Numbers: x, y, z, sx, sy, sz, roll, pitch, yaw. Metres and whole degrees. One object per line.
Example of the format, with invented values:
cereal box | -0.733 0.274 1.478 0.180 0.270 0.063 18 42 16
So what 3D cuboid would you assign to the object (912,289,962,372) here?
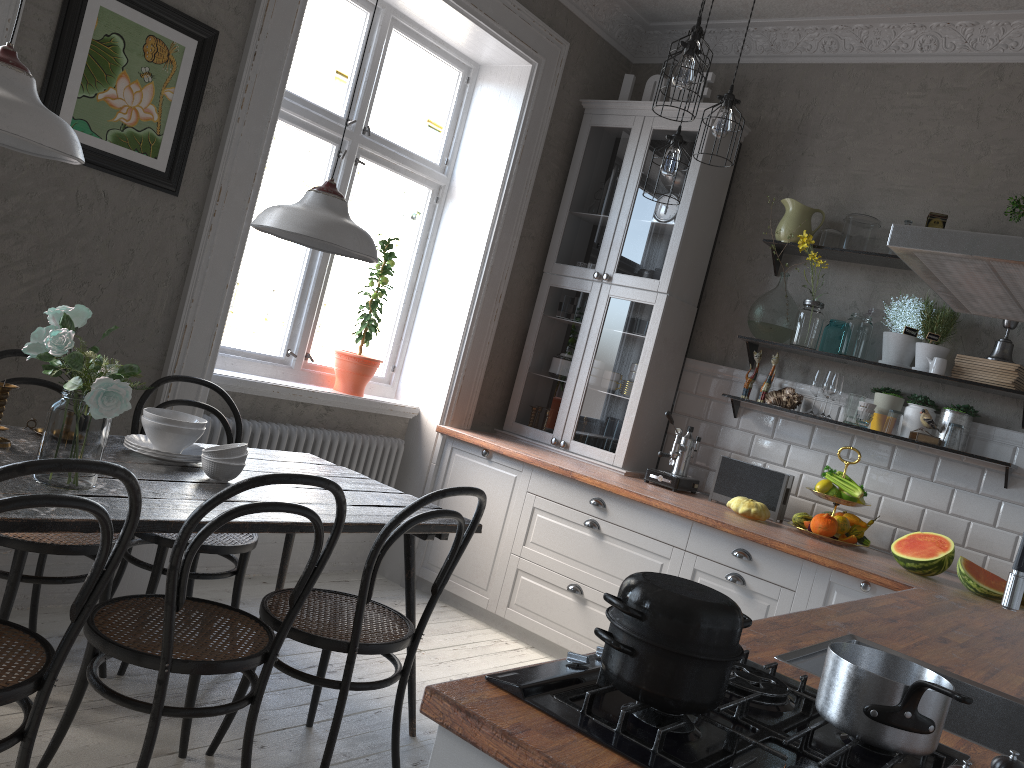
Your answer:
object | 1.873 -0.229 3.924 0.184 0.380 0.169 15 1 -2

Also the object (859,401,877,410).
object | 1.594 0.111 3.981 0.076 0.051 0.078 15 1 23

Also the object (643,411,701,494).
object | 0.798 0.329 4.334 0.202 0.370 0.360 15 1 38

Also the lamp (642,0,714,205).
lamp | 0.779 -1.534 3.318 0.146 1.734 0.147 15 1 4

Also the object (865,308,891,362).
object | 1.704 -0.219 4.192 0.129 0.264 0.134 15 1 43

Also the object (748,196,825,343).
object | 1.311 -0.541 4.333 0.333 0.674 0.339 15 1 6

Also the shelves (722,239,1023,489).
shelves | 1.685 -0.115 4.072 1.290 0.923 0.233 16 1 37

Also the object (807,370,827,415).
object | 1.455 0.045 4.229 0.080 0.217 0.083 15 1 23

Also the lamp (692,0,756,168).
lamp | 0.948 -1.651 3.209 0.144 1.734 0.149 15 1 24

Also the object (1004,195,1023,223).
object | 2.218 -0.642 3.737 0.245 0.397 0.256 14 1 -28

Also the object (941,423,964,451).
object | 1.885 0.224 3.783 0.076 0.108 0.079 15 1 31

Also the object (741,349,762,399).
object | 1.201 -0.048 4.433 0.053 0.264 0.062 15 1 9

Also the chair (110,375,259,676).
chair | -1.121 0.467 3.074 0.447 0.920 0.538 14 1 -40

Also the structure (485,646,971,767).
structure | 0.336 0.466 1.259 0.486 0.031 0.618 16 2 38

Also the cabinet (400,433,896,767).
cabinet | 0.644 0.963 2.795 1.997 0.854 4.176 14 1 -6

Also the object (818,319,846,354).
object | 1.545 -0.215 4.230 0.123 0.172 0.129 16 1 41

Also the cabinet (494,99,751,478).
cabinet | 0.580 -0.517 4.781 0.862 1.920 0.395 15 1 37

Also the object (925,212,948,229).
object | 1.895 -0.701 3.970 0.082 0.113 0.084 15 1 17

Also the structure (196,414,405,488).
structure | -0.983 0.411 4.162 0.146 0.428 1.247 15 2 36

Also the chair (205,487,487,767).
chair | -0.445 0.659 2.490 0.538 0.920 0.446 15 1 35

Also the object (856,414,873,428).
object | 1.579 0.169 3.982 0.076 0.051 0.078 15 2 30

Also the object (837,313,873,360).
object | 1.588 -0.217 4.085 0.127 0.206 0.122 14 1 -30

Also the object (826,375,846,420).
object | 1.517 0.062 4.174 0.080 0.217 0.083 15 1 23

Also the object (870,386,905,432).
object | 1.704 0.113 4.061 0.155 0.217 0.158 15 1 17

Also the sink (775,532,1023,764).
sink | 0.861 0.496 1.694 0.518 0.720 0.496 15 1 37

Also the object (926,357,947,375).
object | 1.846 -0.075 3.836 0.063 0.071 0.104 14 1 -22

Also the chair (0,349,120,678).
chair | -1.432 0.397 2.693 0.538 0.920 0.446 15 1 35

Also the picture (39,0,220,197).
picture | -1.299 -1.016 3.011 0.019 0.619 0.531 15 1 38

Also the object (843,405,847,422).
object | 1.581 0.148 4.136 0.079 0.083 0.076 14 1 -35

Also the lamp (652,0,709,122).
lamp | 0.760 -1.745 2.963 0.147 1.734 0.146 14 1 -6

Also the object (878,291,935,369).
object | 1.802 -0.238 4.045 0.239 0.354 0.240 14 1 -35

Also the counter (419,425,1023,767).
counter | 0.317 0.449 2.938 3.099 0.039 3.458 16 2 37

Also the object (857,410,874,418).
object | 1.583 0.152 3.982 0.076 0.051 0.078 15 2 30

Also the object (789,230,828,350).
object | 1.398 -0.444 4.195 0.188 0.540 0.286 15 1 30

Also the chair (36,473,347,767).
chair | -0.754 0.589 2.111 0.447 0.920 0.538 14 1 -45

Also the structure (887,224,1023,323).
structure | 1.498 -0.946 1.988 0.698 1.595 0.726 15 1 37

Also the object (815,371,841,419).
object | 1.465 0.051 4.100 0.080 0.217 0.083 15 1 23

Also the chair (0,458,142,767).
chair | -1.078 0.516 1.678 0.538 0.920 0.446 15 1 35

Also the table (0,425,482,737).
table | -1.105 0.586 2.390 0.887 0.735 1.958 16 2 38

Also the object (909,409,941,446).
object | 1.819 0.188 3.862 0.118 0.147 0.101 15 1 5

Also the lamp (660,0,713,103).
lamp | 0.818 -1.870 3.145 0.144 1.734 0.149 15 1 24

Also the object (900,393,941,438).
object | 1.825 0.151 3.976 0.149 0.214 0.171 14 1 -23

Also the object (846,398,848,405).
object | 1.589 0.116 4.135 0.079 0.083 0.076 14 1 -35

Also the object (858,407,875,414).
object | 1.587 0.135 3.982 0.079 0.051 0.076 14 2 -34

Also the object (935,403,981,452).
object | 1.954 0.188 3.885 0.155 0.213 0.156 15 1 35

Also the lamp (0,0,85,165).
lamp | -0.899 -1.430 1.896 0.383 1.858 0.375 14 1 -15

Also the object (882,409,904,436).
object | 1.706 0.173 3.957 0.076 0.108 0.079 15 1 31

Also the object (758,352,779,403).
object | 1.270 -0.028 4.358 0.062 0.264 0.052 14 1 -17

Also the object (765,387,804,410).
object | 1.314 0.063 4.278 0.175 0.111 0.097 15 1 14

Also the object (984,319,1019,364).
object | 2.115 -0.226 3.776 0.129 0.287 0.132 15 1 22

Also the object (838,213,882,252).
object | 1.637 -0.695 4.185 0.174 0.184 0.170 14 1 -13

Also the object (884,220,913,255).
object | 1.833 -0.661 4.155 0.140 0.220 0.139 14 1 -3

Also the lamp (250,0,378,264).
lamp | -0.352 -1.307 2.616 0.387 1.858 0.371 14 1 -45

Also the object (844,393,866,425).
object | 1.565 0.118 4.057 0.078 0.139 0.079 15 1 10
